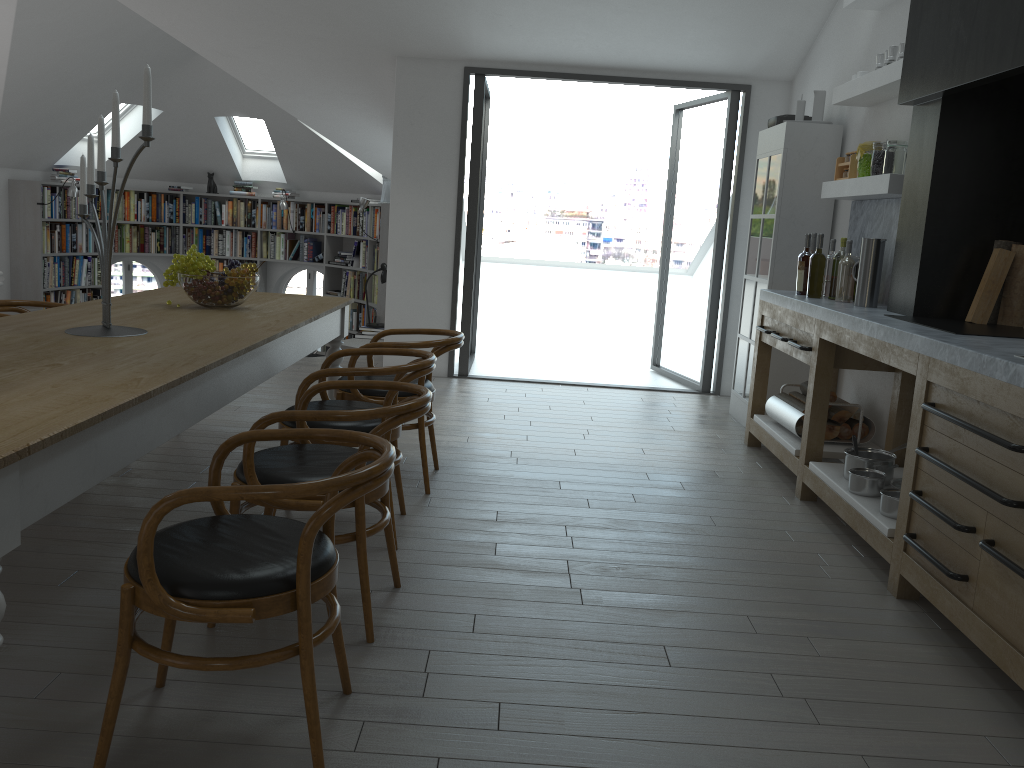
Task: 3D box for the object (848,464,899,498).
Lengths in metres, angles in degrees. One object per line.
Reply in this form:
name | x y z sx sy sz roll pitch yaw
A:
object | 1.574 0.419 3.814 0.261 0.112 0.154 2 10 -10

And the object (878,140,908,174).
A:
object | 1.923 -1.121 4.388 0.207 0.177 0.103 8 10 22

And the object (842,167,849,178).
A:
object | 1.946 -1.215 5.130 0.058 0.075 0.059 8 10 23

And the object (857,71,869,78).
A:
object | 1.966 -1.718 4.974 0.054 0.071 0.054 4 9 0

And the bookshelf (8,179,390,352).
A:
bookshelf | -3.247 -1.304 10.597 4.332 1.872 2.118 4 10 0

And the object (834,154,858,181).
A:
object | 1.945 -1.226 5.058 0.120 0.145 0.238 4 10 0

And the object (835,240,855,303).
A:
object | 1.749 -0.588 4.639 0.085 0.329 0.085 5 9 9

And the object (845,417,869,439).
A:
object | 1.848 0.210 4.930 0.091 0.092 0.439 3 10 -2

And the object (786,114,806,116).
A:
object | 1.882 -1.730 5.934 0.170 0.119 0.171 4 10 0

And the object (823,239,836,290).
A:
object | 1.840 -0.672 5.125 0.085 0.329 0.085 5 9 9

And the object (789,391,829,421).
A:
object | 1.647 0.118 4.933 0.101 0.086 0.364 3 10 -2

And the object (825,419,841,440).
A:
object | 1.677 0.210 4.913 0.093 0.083 0.481 3 10 -2

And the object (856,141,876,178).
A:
object | 1.925 -1.206 4.796 0.128 0.198 0.164 3 10 -5

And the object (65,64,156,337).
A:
object | -1.365 -0.596 2.984 0.265 0.871 0.778 -1 10 -25

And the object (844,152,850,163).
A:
object | 1.951 -1.300 5.117 0.058 0.075 0.059 8 10 23

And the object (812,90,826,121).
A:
object | 1.932 -1.739 5.593 0.072 0.210 0.071 8 10 24

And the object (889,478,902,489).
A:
object | 1.838 0.443 3.771 0.508 0.052 0.264 -1 11 -23

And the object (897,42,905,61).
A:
object | 1.954 -1.643 4.433 0.064 0.124 0.068 3 9 -6

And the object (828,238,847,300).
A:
object | 1.771 -0.618 4.779 0.092 0.337 0.092 7 9 18

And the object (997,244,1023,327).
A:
object | 2.169 -0.410 3.787 0.130 0.365 0.072 7 9 19

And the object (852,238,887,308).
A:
object | 1.783 -0.557 4.432 0.114 0.338 0.165 4 9 3

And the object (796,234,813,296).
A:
object | 1.664 -0.671 5.025 0.093 0.357 0.092 10 11 34

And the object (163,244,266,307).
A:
object | -1.344 -0.485 4.006 0.394 0.283 0.293 -3 12 -35

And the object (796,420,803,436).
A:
object | 1.521 0.208 4.912 0.067 0.067 0.424 3 10 -2

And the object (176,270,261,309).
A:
object | -1.323 -0.419 4.001 0.360 0.159 0.362 0 11 -19

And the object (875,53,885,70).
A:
object | 1.959 -1.696 4.721 0.064 0.124 0.068 3 9 -6

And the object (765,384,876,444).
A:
object | 1.691 0.165 4.894 0.429 0.230 0.530 3 10 -2

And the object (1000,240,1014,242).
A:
object | 2.142 -0.454 3.913 0.075 0.357 0.057 6 9 14

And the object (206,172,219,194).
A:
object | -3.764 -2.526 11.154 0.147 0.264 0.203 3 9 -3

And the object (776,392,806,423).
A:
object | 1.569 0.134 4.908 0.092 0.093 0.439 3 10 -2

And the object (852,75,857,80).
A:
object | 1.968 -1.726 5.048 0.057 0.061 0.058 4 10 0

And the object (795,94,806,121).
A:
object | 1.836 -1.747 5.640 0.054 0.195 0.054 8 10 25

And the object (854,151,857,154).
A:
object | 1.949 -1.275 4.984 0.058 0.075 0.059 8 10 23

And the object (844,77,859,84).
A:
object | 1.964 -1.691 4.978 0.113 0.024 0.296 4 10 0

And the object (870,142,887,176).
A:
object | 1.924 -1.163 4.600 0.120 0.182 0.120 6 10 15

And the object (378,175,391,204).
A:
object | -1.427 -2.285 10.107 0.179 0.470 0.180 5 9 9

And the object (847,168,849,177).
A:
object | 1.945 -1.203 5.064 0.058 0.075 0.059 8 10 23

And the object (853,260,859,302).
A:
object | 1.863 -0.593 4.694 0.085 0.329 0.085 5 9 9

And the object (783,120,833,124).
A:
object | 1.880 -1.651 5.632 0.295 0.024 0.151 8 11 24

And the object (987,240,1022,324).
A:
object | 2.127 -0.439 3.857 0.131 0.365 0.068 6 9 14

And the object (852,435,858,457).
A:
object | 1.583 0.328 4.043 0.051 0.151 0.191 4 10 0

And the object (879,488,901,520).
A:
object | 1.591 0.476 3.515 0.261 0.112 0.154 4 10 0

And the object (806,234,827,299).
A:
object | 1.664 -0.639 4.829 0.093 0.357 0.092 12 12 44

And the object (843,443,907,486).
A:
object | 1.687 0.369 4.017 0.378 0.163 0.224 2 10 -10

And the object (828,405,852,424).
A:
object | 1.748 0.139 4.927 0.115 0.079 0.437 3 10 -2

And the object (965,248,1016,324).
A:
object | 2.050 -0.416 3.804 0.148 0.334 0.081 2 9 -9

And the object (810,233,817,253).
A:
object | 1.752 -0.706 5.200 0.085 0.358 0.089 7 10 22

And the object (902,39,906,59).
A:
object | 1.944 -1.627 4.341 0.064 0.124 0.068 3 9 -6

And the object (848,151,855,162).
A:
object | 1.950 -1.287 5.051 0.058 0.075 0.059 8 10 23

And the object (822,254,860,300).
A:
object | 1.840 -0.619 4.936 0.184 0.285 0.185 8 10 24

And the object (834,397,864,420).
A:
object | 1.827 0.123 4.906 0.071 0.072 0.424 3 10 -2

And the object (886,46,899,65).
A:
object | 1.941 -1.661 4.526 0.064 0.124 0.068 3 9 -6

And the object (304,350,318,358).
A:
object | -1.924 -0.430 8.058 0.320 0.560 0.322 -1 10 -26

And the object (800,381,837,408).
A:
object | 1.709 0.059 4.959 0.104 0.102 0.293 3 10 -2

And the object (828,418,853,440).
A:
object | 1.761 0.211 4.933 0.091 0.089 0.457 3 10 -2

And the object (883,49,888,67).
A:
object | 1.958 -1.676 4.611 0.064 0.124 0.068 3 9 -6
